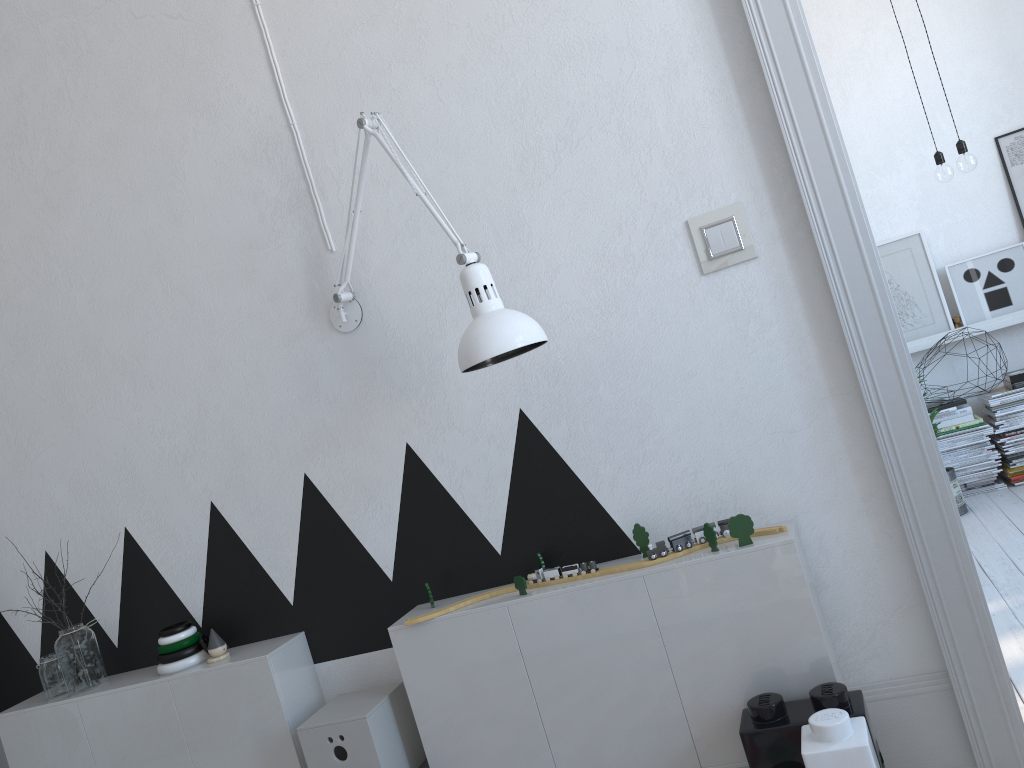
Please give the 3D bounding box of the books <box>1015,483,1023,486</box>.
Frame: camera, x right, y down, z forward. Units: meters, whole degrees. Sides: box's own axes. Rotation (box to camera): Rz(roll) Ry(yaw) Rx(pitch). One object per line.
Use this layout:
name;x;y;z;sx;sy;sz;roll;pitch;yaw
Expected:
books;2.522;0.410;4.163;0.336;0.008;0.270;-17;-1;22

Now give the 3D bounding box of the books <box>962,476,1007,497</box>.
books;2.177;0.504;4.296;0.360;0.031;0.281;-17;-1;21

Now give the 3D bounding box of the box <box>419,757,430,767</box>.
box;-0.298;1.115;2.189;0.251;0.259;0.254;-17;-1;19

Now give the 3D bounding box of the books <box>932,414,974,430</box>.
books;2.076;0.182;4.273;0.259;0.029;0.178;-17;-1;23

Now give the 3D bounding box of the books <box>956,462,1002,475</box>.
books;2.165;0.406;4.289;0.336;0.011;0.271;-17;-1;22

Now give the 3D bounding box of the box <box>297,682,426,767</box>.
box;-0.370;0.894;2.202;0.199;0.205;0.202;-17;-1;19

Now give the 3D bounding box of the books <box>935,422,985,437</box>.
books;2.099;0.216;4.287;0.301;0.009;0.260;-17;-1;18

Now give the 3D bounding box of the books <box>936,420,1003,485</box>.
books;2.129;0.340;4.291;0.378;0.251;0.303;-17;-1;20

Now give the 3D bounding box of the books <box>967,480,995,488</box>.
books;2.235;0.456;4.258;0.117;0.009;0.273;-17;-1;22

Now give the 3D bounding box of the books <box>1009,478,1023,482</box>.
books;2.501;0.390;4.138;0.357;0.007;0.227;-17;-1;21

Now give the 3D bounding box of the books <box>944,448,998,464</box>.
books;2.146;0.346;4.289;0.336;0.011;0.271;-17;-1;22

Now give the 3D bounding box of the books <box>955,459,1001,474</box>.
books;2.153;0.398;4.294;0.361;0.015;0.284;-17;-1;18

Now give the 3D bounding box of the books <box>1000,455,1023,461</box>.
books;2.472;0.294;4.137;0.353;0.010;0.217;-17;-1;14

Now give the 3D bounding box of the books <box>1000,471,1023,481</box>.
books;2.491;0.382;4.135;0.362;0.016;0.187;-17;-1;13

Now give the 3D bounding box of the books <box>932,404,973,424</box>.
books;2.070;0.151;4.283;0.259;0.034;0.176;-17;-1;20

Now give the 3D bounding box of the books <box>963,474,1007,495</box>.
books;2.188;0.505;4.290;0.338;0.007;0.263;-17;-1;22

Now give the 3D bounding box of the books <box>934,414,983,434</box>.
books;2.086;0.204;4.265;0.298;0.019;0.194;-17;-1;18

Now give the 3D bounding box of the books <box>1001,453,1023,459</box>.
books;2.469;0.285;4.135;0.354;0.008;0.180;-17;-1;14

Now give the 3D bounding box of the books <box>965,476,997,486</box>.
books;2.234;0.444;4.250;0.133;0.014;0.232;-17;-1;22

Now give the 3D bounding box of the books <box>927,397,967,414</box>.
books;2.046;0.111;4.272;0.242;0.020;0.161;-17;-1;14

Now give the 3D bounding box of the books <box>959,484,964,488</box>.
books;2.075;0.499;4.278;0.181;0.021;0.125;-17;-1;20

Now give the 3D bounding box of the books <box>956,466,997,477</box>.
books;2.141;0.421;4.298;0.336;0.008;0.270;-17;-1;16

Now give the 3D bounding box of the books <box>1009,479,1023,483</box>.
books;2.515;0.396;4.171;0.347;0.009;0.284;-17;-1;25

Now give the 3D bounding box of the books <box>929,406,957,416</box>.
books;2.033;0.135;4.288;0.183;0.019;0.206;-17;-1;16

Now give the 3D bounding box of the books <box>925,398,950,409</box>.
books;2.020;0.104;4.292;0.159;0.010;0.183;-17;-1;17

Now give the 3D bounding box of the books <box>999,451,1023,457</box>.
books;2.465;0.279;4.134;0.355;0.007;0.182;-17;-1;13

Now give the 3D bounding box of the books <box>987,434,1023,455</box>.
books;2.461;0.235;4.163;0.375;0.080;0.303;-17;-1;18

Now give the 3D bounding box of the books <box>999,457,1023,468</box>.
books;2.492;0.314;4.169;0.354;0.040;0.292;-17;-1;20

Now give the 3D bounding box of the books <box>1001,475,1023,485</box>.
books;2.508;0.406;4.168;0.336;0.008;0.270;-17;-1;16

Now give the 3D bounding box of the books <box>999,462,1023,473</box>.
books;2.410;0.365;4.151;0.217;0.010;0.212;-17;-1;18

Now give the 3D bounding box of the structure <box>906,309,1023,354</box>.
structure;2.463;-0.333;4.255;1.535;0.056;0.138;-17;-1;19

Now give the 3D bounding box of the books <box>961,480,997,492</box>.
books;2.154;0.491;4.286;0.308;0.009;0.263;-17;-1;21

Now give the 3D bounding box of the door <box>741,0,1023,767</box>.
door;1.373;-0.405;1.821;1.465;2.177;0.505;-17;0;4
